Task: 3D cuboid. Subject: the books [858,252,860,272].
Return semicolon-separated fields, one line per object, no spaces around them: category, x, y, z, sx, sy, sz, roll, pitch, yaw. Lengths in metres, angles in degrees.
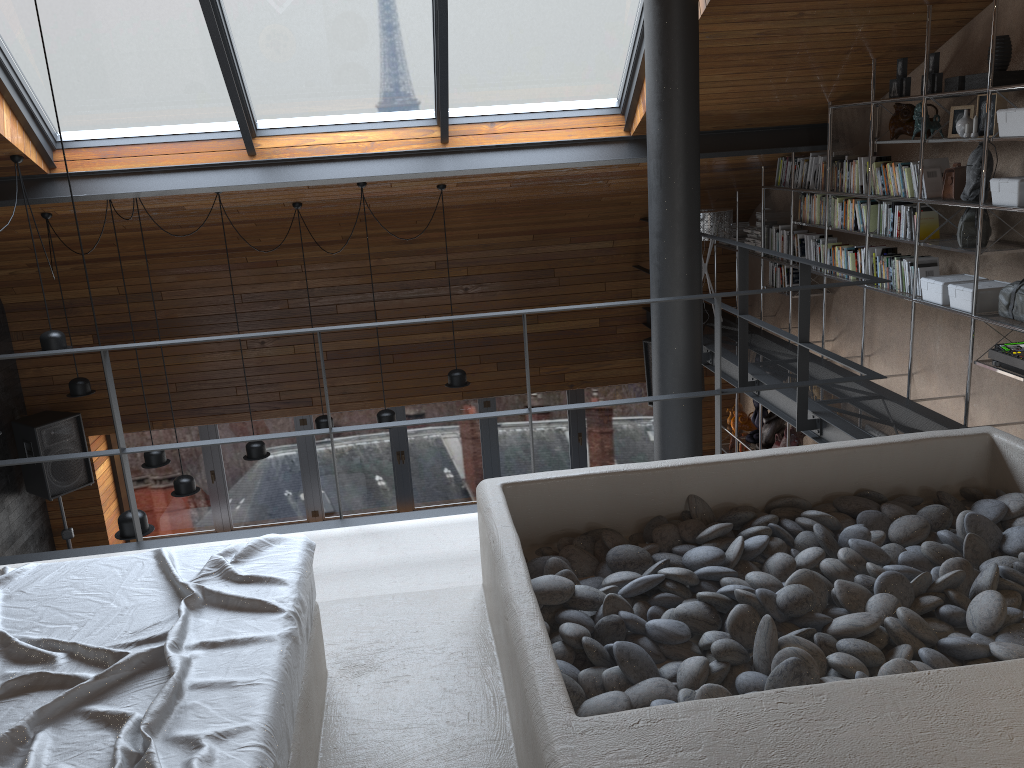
books;2.411;-0.802;6.000;0.126;0.197;0.047;-5;15;-6

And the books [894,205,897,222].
books;2.450;-1.023;5.538;0.129;0.188;0.010;-5;15;-6

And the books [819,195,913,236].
books;2.373;-1.165;6.038;0.138;0.211;1.041;-5;15;-6

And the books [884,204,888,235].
books;2.445;-1.053;5.646;0.148;0.190;0.013;-5;15;-6

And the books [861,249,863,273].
books;2.424;-0.806;5.974;0.137;0.216;0.050;-5;15;-6

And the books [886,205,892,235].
books;2.449;-1.045;5.618;0.160;0.187;0.021;-5;15;-6

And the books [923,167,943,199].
books;2.452;-1.170;5.163;0.112;0.169;0.068;-5;15;-6

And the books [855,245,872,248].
books;2.402;-0.831;6.050;0.118;0.220;0.054;-5;15;-6

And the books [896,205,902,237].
books;2.455;-1.014;5.498;0.148;0.190;0.013;-5;15;-6

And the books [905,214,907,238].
books;2.468;-0.969;5.416;0.128;0.143;0.009;-5;15;-6

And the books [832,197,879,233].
books;2.356;-1.153;6.016;0.139;0.208;0.494;-6;15;-7

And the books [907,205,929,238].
books;2.473;-0.988;5.401;0.129;0.188;0.010;-5;15;-6

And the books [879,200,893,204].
books;2.461;-1.083;5.720;0.207;0.207;0.010;-5;15;-6

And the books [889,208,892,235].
books;2.449;-1.026;5.583;0.146;0.171;0.018;-5;15;-6

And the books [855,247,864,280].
books;2.412;-0.824;6.033;0.155;0.215;0.055;-5;15;-6

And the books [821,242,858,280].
books;2.354;-0.876;6.268;0.139;0.211;0.467;-6;15;-7

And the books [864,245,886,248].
books;2.420;-0.799;5.899;0.143;0.236;0.062;-6;15;-7

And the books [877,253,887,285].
books;2.445;-0.747;5.765;0.137;0.201;0.047;-6;15;-7

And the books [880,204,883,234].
books;2.446;-1.062;5.683;0.169;0.189;0.018;-5;15;-6

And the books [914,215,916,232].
books;2.477;-0.942;5.310;0.131;0.147;0.045;-5;15;-6

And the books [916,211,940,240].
books;2.481;-0.946;5.293;0.129;0.165;0.056;-5;15;-6

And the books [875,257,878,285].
books;2.435;-0.740;5.779;0.131;0.180;0.042;-6;15;-7

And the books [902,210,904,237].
books;2.473;-0.991;5.452;0.148;0.167;0.014;-6;15;-7

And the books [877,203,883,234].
books;2.425;-1.068;5.707;0.148;0.190;0.013;-5;15;-6

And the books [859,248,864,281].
books;2.410;-0.809;5.986;0.133;0.218;0.051;-6;15;-7

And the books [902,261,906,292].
books;2.504;-0.671;5.493;0.169;0.188;0.058;-5;15;-6

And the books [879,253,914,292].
books;2.460;-0.715;5.643;0.136;0.210;0.273;-5;15;-6

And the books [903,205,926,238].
books;2.469;-0.998;5.435;0.148;0.190;0.013;-5;15;-6

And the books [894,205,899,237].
books;2.448;-1.017;5.510;0.148;0.190;0.013;-5;15;-6

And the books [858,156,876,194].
books;2.354;-1.377;5.837;0.148;0.232;0.053;-5;15;-6

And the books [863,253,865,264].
books;2.418;-0.781;5.919;0.138;0.191;0.049;-5;15;-6

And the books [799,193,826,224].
books;2.277;-1.322;6.642;0.130;0.216;0.311;-6;15;-7

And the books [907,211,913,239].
books;2.470;-0.966;5.364;0.148;0.167;0.053;-5;15;-6

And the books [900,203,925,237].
books;2.468;-1.009;5.465;0.146;0.195;0.023;-5;15;-6

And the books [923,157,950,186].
books;2.484;-1.212;5.184;0.177;0.208;0.082;-6;15;-7

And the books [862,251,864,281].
books;2.416;-0.795;5.946;0.131;0.205;0.051;-5;15;-6

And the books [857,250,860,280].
books;2.407;-0.812;6.015;0.123;0.203;0.054;-5;15;-6

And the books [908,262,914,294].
books;2.507;-0.654;5.429;0.160;0.187;0.060;-5;15;-6

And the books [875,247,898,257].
books;2.448;-0.771;5.791;0.148;0.232;0.053;-5;15;-6

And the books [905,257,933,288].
books;2.524;-0.674;5.469;0.192;0.201;0.055;-5;15;-6

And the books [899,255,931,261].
books;2.519;-0.692;5.531;0.207;0.205;0.053;-5;15;-6

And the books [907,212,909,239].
books;2.461;-0.969;5.377;0.130;0.166;0.046;-5;15;-6

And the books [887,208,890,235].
books;2.435;-1.026;5.595;0.130;0.169;0.010;-5;15;-6

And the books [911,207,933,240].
books;2.465;-0.965;5.320;0.129;0.186;0.050;-5;15;-6

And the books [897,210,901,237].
books;2.455;-0.996;5.487;0.143;0.161;0.019;-5;15;-6

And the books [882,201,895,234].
books;2.460;-1.069;5.668;0.191;0.207;0.012;-5;15;-6

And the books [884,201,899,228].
books;2.466;-1.065;5.658;0.192;0.204;0.012;-5;15;-6

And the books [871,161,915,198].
books;2.401;-1.274;5.502;0.139;0.206;0.498;-6;15;-7

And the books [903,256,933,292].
books;2.518;-0.678;5.479;0.191;0.205;0.055;-5;15;-6

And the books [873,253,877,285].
books;2.440;-0.759;5.802;0.149;0.205;0.049;-6;15;-7

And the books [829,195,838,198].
books;2.345;-1.254;6.364;0.143;0.218;0.020;-5;15;-6

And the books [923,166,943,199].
books;2.456;-1.176;5.174;0.117;0.176;0.074;-5;15;-6

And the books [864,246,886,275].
books;2.406;-0.789;5.867;0.148;0.232;0.053;-5;15;-6

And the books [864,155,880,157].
books;2.367;-1.387;5.868;0.143;0.236;0.062;-6;15;-7

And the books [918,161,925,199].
books;2.471;-1.201;5.191;0.161;0.215;0.092;-5;15;-6
